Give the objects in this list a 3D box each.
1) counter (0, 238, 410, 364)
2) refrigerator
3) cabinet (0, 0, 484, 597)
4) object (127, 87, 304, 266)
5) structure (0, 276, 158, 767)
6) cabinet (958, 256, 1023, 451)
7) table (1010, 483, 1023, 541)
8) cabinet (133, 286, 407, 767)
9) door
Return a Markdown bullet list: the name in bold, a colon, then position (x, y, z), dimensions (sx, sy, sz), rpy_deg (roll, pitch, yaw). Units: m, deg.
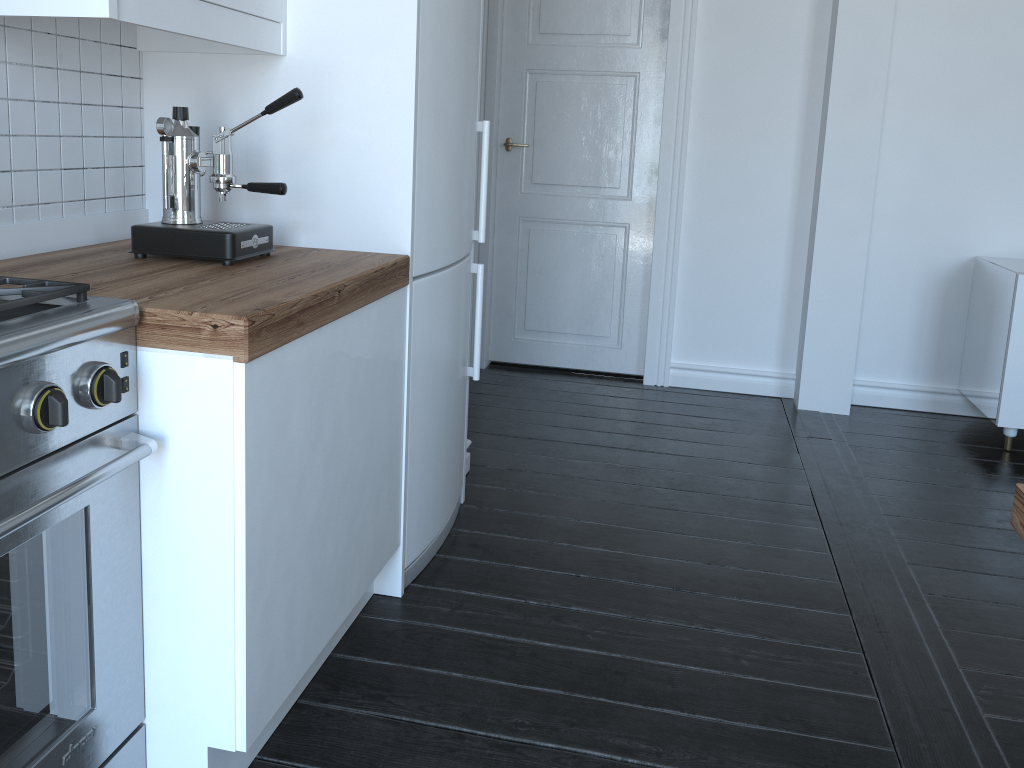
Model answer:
- **counter**: position (-0.975, 0.094, 0.684), dimensions (0.848, 0.072, 3.171), rpy_deg (6, 16, 11)
- **refrigerator**: position (-0.466, -0.441, 2.452), dimensions (0.682, 1.766, 0.587), rpy_deg (5, 10, 11)
- **cabinet**: position (-0.922, -0.328, 0.950), dimensions (0.782, 2.319, 3.872), rpy_deg (5, 14, 14)
- **object**: position (-0.612, -0.451, 1.882), dimensions (0.354, 0.363, 0.210), rpy_deg (5, 11, 11)
- **structure**: position (-0.967, 0.300, 1.146), dimensions (0.723, 0.999, 0.715), rpy_deg (5, 12, 11)
- **cabinet**: position (2.573, -0.077, 3.574), dimensions (1.202, 0.721, 0.602), rpy_deg (5, 12, 11)
- **table**: position (0.964, 0.828, 0.128), dimensions (1.019, 0.700, 2.278), rpy_deg (5, 15, 11)
- **cabinet**: position (-1.050, 0.505, 0.771), dimensions (0.732, 0.796, 3.248), rpy_deg (7, 16, 18)
- **door**: position (0.318, -1.248, 4.232), dimensions (1.043, 2.426, 0.118), rpy_deg (5, 10, 11)
